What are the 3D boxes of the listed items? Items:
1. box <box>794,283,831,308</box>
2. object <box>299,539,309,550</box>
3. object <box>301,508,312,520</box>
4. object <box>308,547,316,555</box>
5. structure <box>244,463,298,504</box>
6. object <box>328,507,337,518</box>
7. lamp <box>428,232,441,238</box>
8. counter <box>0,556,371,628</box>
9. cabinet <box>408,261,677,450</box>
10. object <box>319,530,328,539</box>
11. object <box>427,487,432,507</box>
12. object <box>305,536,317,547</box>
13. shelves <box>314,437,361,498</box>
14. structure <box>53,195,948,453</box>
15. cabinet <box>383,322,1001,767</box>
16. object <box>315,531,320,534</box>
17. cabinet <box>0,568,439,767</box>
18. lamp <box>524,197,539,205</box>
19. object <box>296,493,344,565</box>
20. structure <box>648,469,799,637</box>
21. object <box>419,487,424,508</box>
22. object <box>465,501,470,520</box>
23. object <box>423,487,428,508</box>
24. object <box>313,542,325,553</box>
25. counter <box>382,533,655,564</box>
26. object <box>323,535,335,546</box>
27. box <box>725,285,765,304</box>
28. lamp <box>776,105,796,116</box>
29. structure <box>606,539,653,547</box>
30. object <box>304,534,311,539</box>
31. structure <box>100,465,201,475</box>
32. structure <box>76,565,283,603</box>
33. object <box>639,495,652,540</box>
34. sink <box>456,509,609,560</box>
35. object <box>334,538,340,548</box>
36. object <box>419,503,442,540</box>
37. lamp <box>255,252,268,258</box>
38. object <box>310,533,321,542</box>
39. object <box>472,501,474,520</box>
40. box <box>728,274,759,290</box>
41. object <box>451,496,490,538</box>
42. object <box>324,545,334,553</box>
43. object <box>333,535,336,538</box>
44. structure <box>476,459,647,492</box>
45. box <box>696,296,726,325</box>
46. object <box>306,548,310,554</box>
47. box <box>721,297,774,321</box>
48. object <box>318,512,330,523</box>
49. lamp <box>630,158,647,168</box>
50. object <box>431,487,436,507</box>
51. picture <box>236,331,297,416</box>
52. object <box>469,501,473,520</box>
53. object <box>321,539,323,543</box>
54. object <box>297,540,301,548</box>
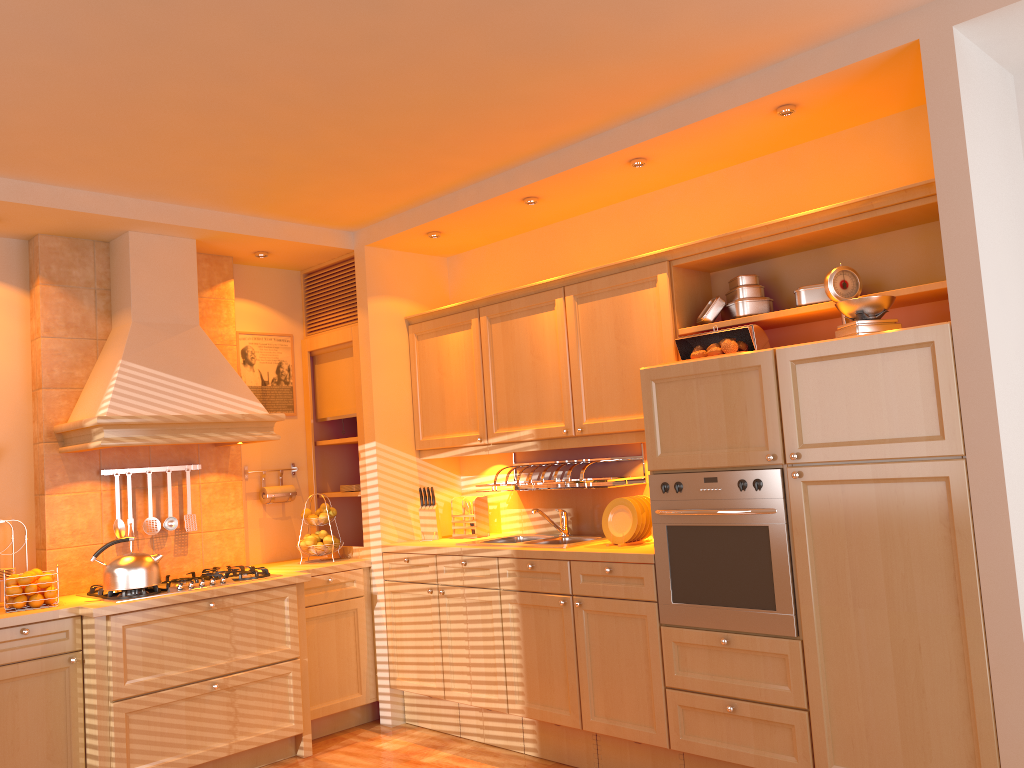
[{"bbox_3d":[1.242,-0.342,3.489,0.242,0.090,0.169,-6,-5,26],"label":"box"},{"bbox_3d":[-1.140,0.880,4.866,0.063,0.063,0.063,-1,-6,-33],"label":"object"},{"bbox_3d":[-1.147,0.726,4.947,0.061,0.064,0.063,-1,-6,-35],"label":"object"},{"bbox_3d":[-1.095,0.914,4.888,0.052,0.056,0.057,-5,-5,7],"label":"object"},{"bbox_3d":[-1.351,0.570,5.081,0.320,0.220,0.126,1,-7,-45],"label":"structure"},{"bbox_3d":[-1.007,0.718,4.951,0.058,0.060,0.057,-2,-5,-24],"label":"object"},{"bbox_3d":[-0.416,-0.796,4.750,0.070,0.021,0.070,-4,-5,6],"label":"lamp"},{"bbox_3d":[-1.716,0.989,4.197,2.250,0.038,0.770,1,-7,-45],"label":"counter"},{"bbox_3d":[0.176,-0.075,4.519,0.332,0.712,1.792,1,-7,-45],"label":"cabinet"},{"bbox_3d":[-1.039,0.829,4.878,0.049,0.052,0.050,0,-6,-37],"label":"object"},{"bbox_3d":[-0.453,0.700,4.887,0.019,0.265,0.038,-7,-5,28],"label":"object"},{"bbox_3d":[-1.092,0.857,4.825,0.056,0.063,0.065,-6,-5,21],"label":"object"},{"bbox_3d":[-0.782,0.669,5.296,0.582,0.702,0.600,1,-7,-45],"label":"shelves"},{"bbox_3d":[-0.175,-0.323,3.838,4.091,1.148,1.061,-6,-5,19],"label":"structure"},{"bbox_3d":[0.560,0.815,3.912,0.625,1.700,3.000,1,-7,-45],"label":"cabinet"},{"bbox_3d":[-1.071,0.837,4.934,0.051,0.048,0.050,-3,-5,-12],"label":"object"},{"bbox_3d":[-1.342,1.408,4.241,2.850,0.840,1.141,1,-7,-45],"label":"cabinet"},{"bbox_3d":[0.092,-0.874,4.246,0.070,0.021,0.070,-4,-5,-6],"label":"lamp"},{"bbox_3d":[-1.073,0.798,4.936,0.265,0.376,0.265,-4,-5,4],"label":"object"},{"bbox_3d":[0.755,0.620,3.297,0.066,0.583,0.576,1,-7,-45],"label":"structure"},{"bbox_3d":[-0.496,0.704,4.901,0.019,0.265,0.037,-5,-5,9],"label":"object"},{"bbox_3d":[-0.236,0.736,4.850,0.042,0.192,0.040,-4,-5,6],"label":"object"},{"bbox_3d":[-0.475,0.702,4.894,0.019,0.265,0.038,-7,-5,28],"label":"object"},{"bbox_3d":[-1.054,0.894,4.848,0.064,0.062,0.064,-7,-6,32],"label":"object"},{"bbox_3d":[0.142,0.791,4.351,0.600,0.038,1.800,1,-7,-45],"label":"counter"},{"bbox_3d":[-1.003,0.858,4.856,0.063,0.060,0.064,-1,-6,-30],"label":"object"},{"bbox_3d":[0.987,-0.371,3.755,0.124,0.066,0.177,-3,-5,-9],"label":"box"},{"bbox_3d":[1.023,-1.018,3.308,0.070,0.021,0.070,-4,-5,6],"label":"lamp"},{"bbox_3d":[0.524,0.707,3.955,0.219,0.010,0.084,0,-6,-42],"label":"structure"},{"bbox_3d":[-1.128,0.860,4.922,0.055,0.058,0.056,-3,-5,-9],"label":"object"},{"bbox_3d":[-1.812,0.432,4.474,0.506,0.024,0.009,1,-7,-45],"label":"structure"},{"bbox_3d":[-1.577,0.940,4.236,0.797,0.051,0.494,1,-7,-45],"label":"structure"},{"bbox_3d":[0.582,0.607,4.025,0.049,0.200,0.205,1,-7,-43],"label":"object"},{"bbox_3d":[0.139,0.778,4.351,0.465,0.336,0.746,1,-7,-45],"label":"sink"},{"bbox_3d":[-0.993,0.892,4.974,0.059,0.059,0.058,-4,-5,-1],"label":"object"},{"bbox_3d":[-0.452,0.759,4.897,0.100,0.200,0.070,-6,-5,19],"label":"object"},{"bbox_3d":[-1.387,-0.715,4.911,0.070,0.021,0.070,-7,-5,28],"label":"lamp"},{"bbox_3d":[-1.082,0.853,4.881,0.063,0.061,0.063,-6,-5,19],"label":"object"},{"bbox_3d":[-0.209,0.737,4.842,0.018,0.196,0.022,0,-6,-40],"label":"object"},{"bbox_3d":[0.983,-0.426,3.760,0.098,0.052,0.140,-3,-5,-9],"label":"box"},{"bbox_3d":[-0.233,0.734,4.902,0.103,0.221,0.200,1,-7,-45],"label":"object"},{"bbox_3d":[-1.015,0.906,4.901,0.063,0.061,0.064,-6,-5,23],"label":"object"},{"bbox_3d":[-1.013,0.880,5.015,0.045,0.047,0.046,-4,-5,1],"label":"object"},{"bbox_3d":[0.225,0.464,4.485,0.300,0.126,0.900,1,-7,-45],"label":"structure"},{"bbox_3d":[0.849,-0.309,3.784,0.117,0.129,0.098,-3,-5,-9],"label":"box"},{"bbox_3d":[-1.120,0.924,4.933,0.046,0.043,0.047,-4,-5,5],"label":"object"},{"bbox_3d":[0.992,-0.303,3.749,0.169,0.090,0.242,-3,-5,-9],"label":"box"},{"bbox_3d":[-1.038,0.740,4.907,0.064,0.063,0.063,-1,-5,-28],"label":"object"},{"bbox_3d":[0.541,-0.944,3.792,0.070,0.021,0.070,-4,-5,6],"label":"lamp"},{"bbox_3d":[-0.431,0.698,4.879,0.019,0.265,0.037,-7,-5,28],"label":"object"},{"bbox_3d":[-1.432,-0.057,5.182,0.366,0.491,0.007,1,-7,-45],"label":"picture"},{"bbox_3d":[-0.219,0.738,4.846,0.020,0.196,0.017,-2,-5,-19],"label":"object"},{"bbox_3d":[-1.069,0.875,4.977,0.059,0.055,0.058,0,-6,-37],"label":"object"},{"bbox_3d":[-1.164,0.894,4.927,0.056,0.057,0.053,-6,-5,22],"label":"object"}]
